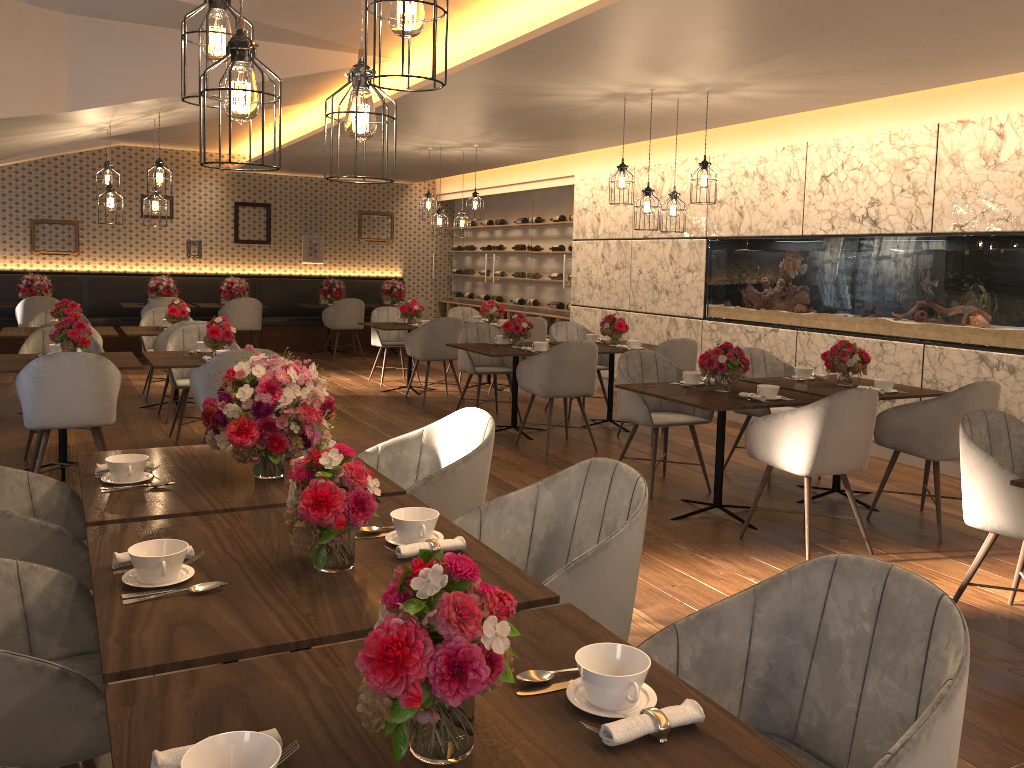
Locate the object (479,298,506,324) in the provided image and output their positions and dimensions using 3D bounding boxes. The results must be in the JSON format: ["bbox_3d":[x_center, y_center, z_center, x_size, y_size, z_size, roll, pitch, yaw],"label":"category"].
[{"bbox_3d":[-0.224,-0.826,10.029,0.305,0.300,0.235,1,6,-6],"label":"object"}]

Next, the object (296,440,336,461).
[{"bbox_3d":[-0.674,0.238,3.068,0.148,0.072,0.149,4,7,15],"label":"object"}]

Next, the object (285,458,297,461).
[{"bbox_3d":[-0.734,0.263,3.127,0.211,0.004,0.022,-2,9,-27],"label":"object"}]

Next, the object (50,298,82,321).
[{"bbox_3d":[-3.903,-0.612,7.732,0.306,0.300,0.235,6,8,37],"label":"object"}]

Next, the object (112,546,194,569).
[{"bbox_3d":[-0.824,0.394,2.033,0.175,0.039,0.056,-2,8,-27],"label":"object"}]

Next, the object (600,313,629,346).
[{"bbox_3d":[0.914,-0.491,7.838,0.234,0.300,0.307,-1,7,-26],"label":"object"}]

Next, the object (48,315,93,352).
[{"bbox_3d":[-2.839,-0.299,5.678,0.306,0.300,0.235,6,8,37],"label":"object"}]

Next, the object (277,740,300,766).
[{"bbox_3d":[-0.389,0.526,1.215,0.192,0.024,0.025,-2,7,-27],"label":"object"}]

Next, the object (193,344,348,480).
[{"bbox_3d":[-0.779,0.087,2.855,0.420,0.423,0.407,-3,8,-39],"label":"object"}]

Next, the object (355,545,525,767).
[{"bbox_3d":[-0.096,0.382,1.286,0.234,0.300,0.306,4,7,20],"label":"object"}]

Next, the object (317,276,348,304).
[{"bbox_3d":[-2.632,-1.365,12.997,0.405,0.423,0.422,3,6,15],"label":"object"}]

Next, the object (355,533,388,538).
[{"bbox_3d":[-0.307,0.389,2.302,0.211,0.004,0.022,-2,9,-27],"label":"object"}]

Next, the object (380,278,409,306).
[{"bbox_3d":[-1.802,-1.402,13.438,0.406,0.423,0.422,3,6,16],"label":"object"}]

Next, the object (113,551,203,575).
[{"bbox_3d":[-0.800,0.405,2.008,0.192,0.024,0.025,-2,7,-27],"label":"object"}]

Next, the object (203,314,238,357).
[{"bbox_3d":[-2.011,-0.336,6.120,0.234,0.300,0.307,1,6,-8],"label":"object"}]

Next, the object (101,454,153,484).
[{"bbox_3d":[-1.198,0.266,2.757,0.148,0.072,0.149,4,7,15],"label":"object"}]

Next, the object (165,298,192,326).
[{"bbox_3d":[-3.074,-0.649,8.174,0.234,0.300,0.307,1,6,-8],"label":"object"}]

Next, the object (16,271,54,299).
[{"bbox_3d":[-6.050,-1.215,11.229,0.420,0.423,0.407,-3,8,-39],"label":"object"}]

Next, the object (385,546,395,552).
[{"bbox_3d":[-0.219,0.399,2.170,0.192,0.024,0.025,-2,7,-27],"label":"object"}]

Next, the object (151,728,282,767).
[{"bbox_3d":[-0.413,0.515,1.241,0.175,0.039,0.056,-2,8,-27],"label":"object"}]

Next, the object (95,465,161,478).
[{"bbox_3d":[-1.227,0.279,2.833,0.192,0.024,0.025,-2,7,-27],"label":"object"}]

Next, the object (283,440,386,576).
[{"bbox_3d":[-0.407,0.272,2.042,0.234,0.300,0.307,1,6,-8],"label":"object"}]

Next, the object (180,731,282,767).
[{"bbox_3d":[-0.360,0.513,1.139,0.148,0.072,0.149,4,7,15],"label":"object"}]

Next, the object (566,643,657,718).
[{"bbox_3d":[0.164,0.485,1.450,0.148,0.072,0.149,4,7,15],"label":"object"}]

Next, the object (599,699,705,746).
[{"bbox_3d":[0.216,0.517,1.350,0.175,0.039,0.056,-2,8,-27],"label":"object"}]

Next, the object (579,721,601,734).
[{"bbox_3d":[0.191,0.520,1.377,0.192,0.024,0.025,-2,7,-27],"label":"object"}]

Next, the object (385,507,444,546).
[{"bbox_3d":[-0.247,0.364,2.243,0.148,0.072,0.149,4,7,15],"label":"object"}]

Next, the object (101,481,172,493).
[{"bbox_3d":[-1.130,0.309,2.668,0.197,0.015,0.043,-3,9,-31],"label":"object"}]

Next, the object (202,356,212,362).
[{"bbox_3d":[-2.008,-0.165,5.837,0.056,0.039,0.176,-2,8,-27],"label":"object"}]

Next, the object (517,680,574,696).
[{"bbox_3d":[0.104,0.510,1.509,0.211,0.004,0.022,-2,9,-27],"label":"object"}]

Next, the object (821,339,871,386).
[{"bbox_3d":[2.091,-0.144,5.557,0.305,0.300,0.235,1,6,-6],"label":"object"}]

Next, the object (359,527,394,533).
[{"bbox_3d":[-0.316,0.378,2.336,0.197,0.015,0.043,-3,9,-31],"label":"object"}]

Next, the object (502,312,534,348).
[{"bbox_3d":[0.054,-0.459,7.427,0.235,0.300,0.306,7,8,40],"label":"object"}]

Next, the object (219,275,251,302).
[{"bbox_3d":[-3.865,-1.309,12.346,0.420,0.423,0.407,-1,7,-25],"label":"object"}]

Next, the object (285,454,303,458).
[{"bbox_3d":[-0.744,0.252,3.161,0.197,0.015,0.043,-3,9,-31],"label":"object"}]

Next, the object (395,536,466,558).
[{"bbox_3d":[-0.195,0.396,2.143,0.175,0.039,0.056,-2,8,-27],"label":"object"}]

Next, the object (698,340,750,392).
[{"bbox_3d":[1.234,-0.111,5.146,0.305,0.300,0.235,2,6,5],"label":"object"}]

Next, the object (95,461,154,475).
[{"bbox_3d":[-1.251,0.268,2.859,0.175,0.039,0.056,-2,8,-27],"label":"object"}]

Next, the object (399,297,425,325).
[{"bbox_3d":[-1.082,-0.794,9.621,0.235,0.300,0.306,7,8,40],"label":"object"}]

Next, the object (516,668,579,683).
[{"bbox_3d":[0.094,0.499,1.543,0.197,0.015,0.043,-3,9,-31],"label":"object"}]

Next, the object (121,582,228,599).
[{"bbox_3d":[-0.713,0.436,1.877,0.211,0.004,0.022,-2,9,-27],"label":"object"}]

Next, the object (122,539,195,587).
[{"bbox_3d":[-0.771,0.392,1.931,0.148,0.072,0.149,4,7,15],"label":"object"}]

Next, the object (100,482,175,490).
[{"bbox_3d":[-1.140,0.310,2.702,0.211,0.004,0.022,-2,9,-27],"label":"object"}]

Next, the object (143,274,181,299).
[{"bbox_3d":[-4.739,-1.286,12.007,0.406,0.423,0.422,3,6,16],"label":"object"}]

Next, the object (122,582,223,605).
[{"bbox_3d":[-0.703,0.435,1.842,0.197,0.015,0.043,-3,9,-31],"label":"object"}]
